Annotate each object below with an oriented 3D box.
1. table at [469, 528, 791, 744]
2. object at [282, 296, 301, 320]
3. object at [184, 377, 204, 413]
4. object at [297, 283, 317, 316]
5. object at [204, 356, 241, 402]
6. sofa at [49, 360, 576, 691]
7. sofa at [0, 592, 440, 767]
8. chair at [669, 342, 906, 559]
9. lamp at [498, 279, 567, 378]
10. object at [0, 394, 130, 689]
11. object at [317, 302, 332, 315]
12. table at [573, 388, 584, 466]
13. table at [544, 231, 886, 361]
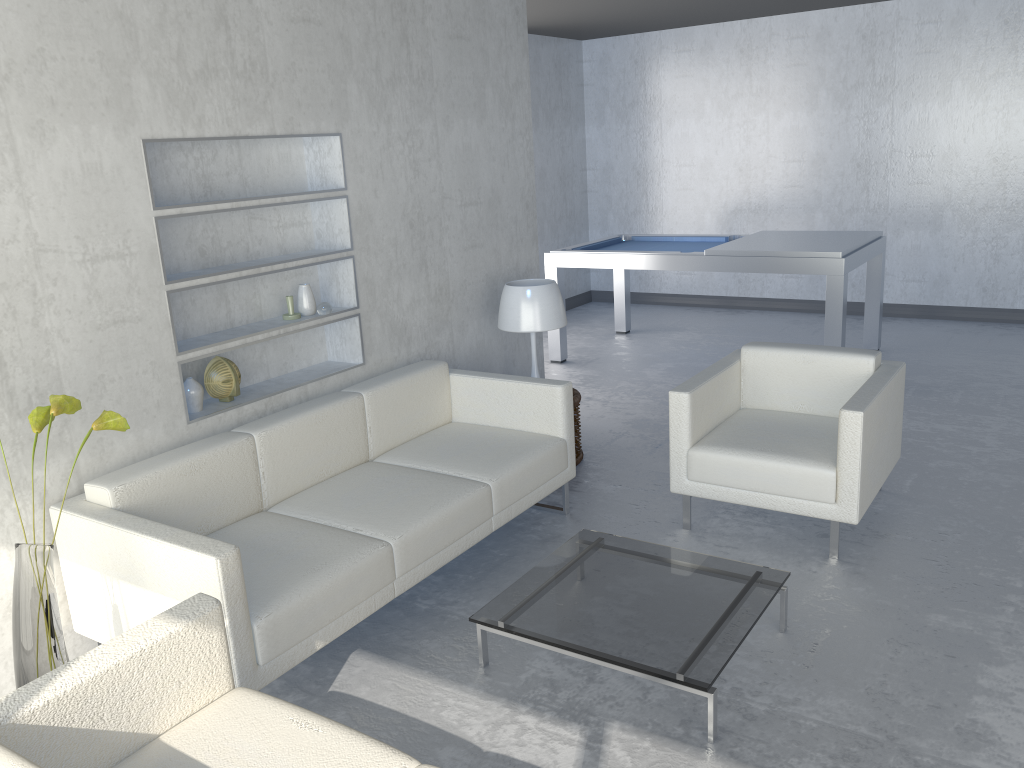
[{"bbox_3d":[0.394,0.757,2.832,0.773,0.190,0.730,7,18,33],"label":"table"},{"bbox_3d":[-0.919,-0.318,3.681,0.074,0.094,0.074,-4,15,-2],"label":"object"},{"bbox_3d":[-1.197,0.039,3.318,0.086,0.128,0.086,11,21,43],"label":"object"},{"bbox_3d":[-0.869,-0.356,3.741,0.079,0.130,0.079,6,18,31],"label":"object"},{"bbox_3d":[-1.095,-0.020,3.416,0.088,0.179,0.163,3,16,23],"label":"object"},{"bbox_3d":[-0.565,0.435,3.339,0.821,0.658,1.881,7,18,33],"label":"sofa"},{"bbox_3d":[-0.164,0.938,1.385,1.881,0.658,0.821,7,18,33],"label":"sofa"},{"bbox_3d":[1.168,0.222,3.740,0.748,0.662,0.821,7,18,33],"label":"chair"},{"bbox_3d":[0.107,-0.219,4.436,0.347,0.582,0.347,-3,15,3],"label":"lamp"},{"bbox_3d":[-1.205,0.511,2.455,0.400,1.051,0.387,-11,17,-27],"label":"object"},{"bbox_3d":[-0.794,-0.323,3.757,0.064,0.050,0.064,9,19,38],"label":"object"},{"bbox_3d":[0.135,0.225,4.557,0.452,0.358,0.452,-1,15,9],"label":"table"},{"bbox_3d":[1.450,-0.625,6.412,2.095,0.835,1.180,7,18,33],"label":"table"}]
